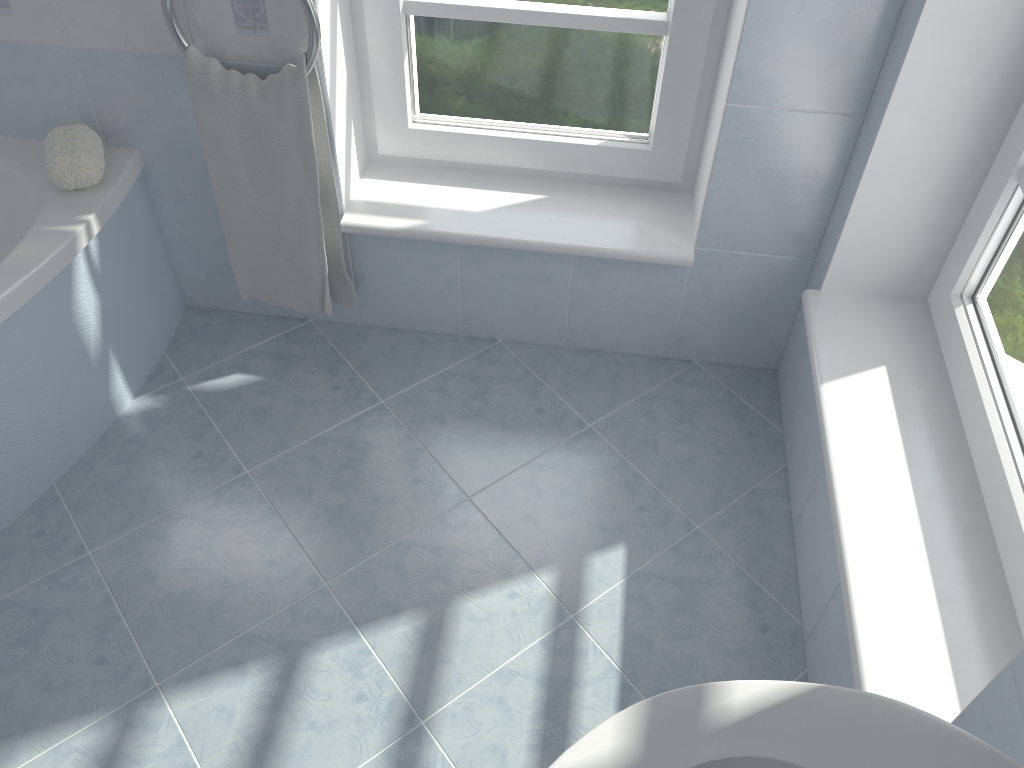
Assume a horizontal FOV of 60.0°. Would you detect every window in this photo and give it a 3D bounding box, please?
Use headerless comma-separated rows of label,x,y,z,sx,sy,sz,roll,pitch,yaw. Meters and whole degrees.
window,0.794,-0.522,0.697,0.142,2.067,0.963,6,47,4
window,0.060,-1.185,1.294,0.758,2.067,0.142,6,47,4

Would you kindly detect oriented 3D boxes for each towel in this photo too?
towel,-0.491,-0.399,1.860,0.280,0.635,0.083,7,47,5

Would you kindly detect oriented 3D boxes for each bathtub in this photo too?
bathtub,-1.677,0.059,1.520,1.596,0.670,1.578,6,47,4

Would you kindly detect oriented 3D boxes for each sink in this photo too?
sink,0.188,0.528,0.547,0.533,0.489,0.634,6,47,4

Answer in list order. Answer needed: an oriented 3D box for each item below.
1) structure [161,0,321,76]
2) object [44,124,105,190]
structure,-0.486,-0.679,1.593,0.291,0.332,0.051,6,47,4
object,-0.884,-0.460,1.792,0.105,0.077,0.165,-15,49,-15
